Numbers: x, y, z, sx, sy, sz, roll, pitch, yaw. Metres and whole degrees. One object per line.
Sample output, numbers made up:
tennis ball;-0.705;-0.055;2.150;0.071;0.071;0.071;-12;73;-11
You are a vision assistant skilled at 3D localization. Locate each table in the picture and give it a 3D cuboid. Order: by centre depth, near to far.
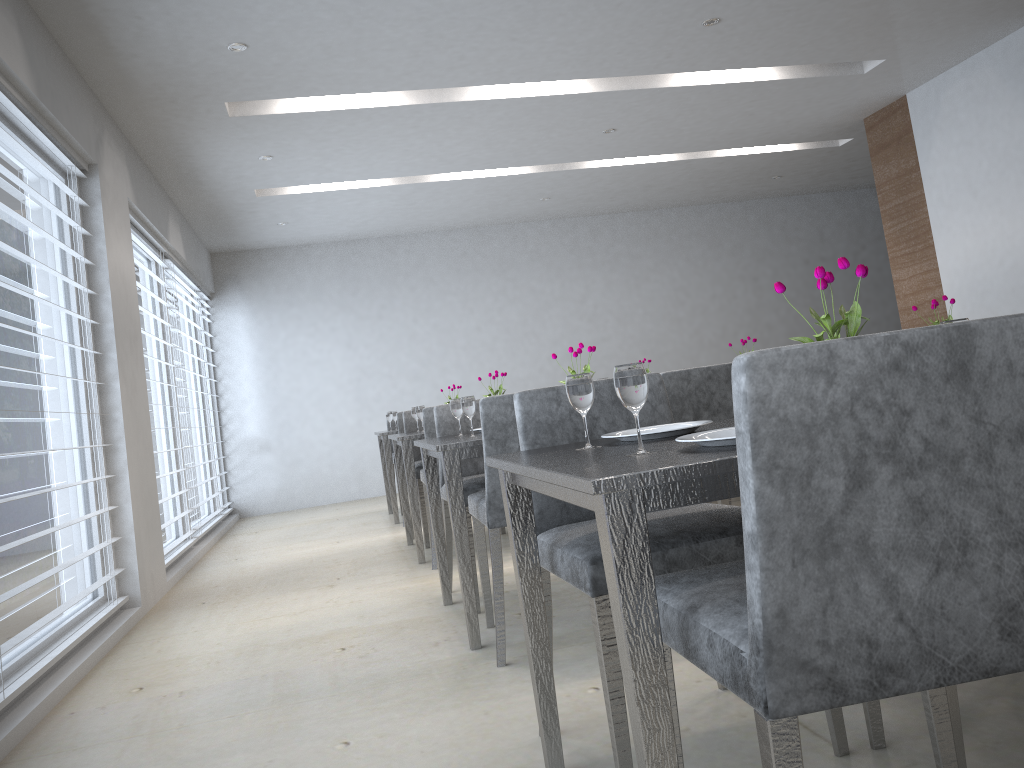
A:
table;0.642;0.369;1.555;1.191;0.638;0.772;-8;-3;-12
table;0.310;0.443;3.202;1.191;0.638;0.772;-8;-3;-12
table;-0.026;0.517;4.867;1.191;0.638;0.772;-8;-3;-12
table;-0.375;0.594;6.599;1.191;0.638;0.772;-8;-3;-12

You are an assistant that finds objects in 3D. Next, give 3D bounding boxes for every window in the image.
window;-1.295;-0.150;0.624;0.159;2.083;7.055;-7;-1;-12
window;-2.472;0.110;6.463;0.159;2.084;3.634;-7;-2;-12

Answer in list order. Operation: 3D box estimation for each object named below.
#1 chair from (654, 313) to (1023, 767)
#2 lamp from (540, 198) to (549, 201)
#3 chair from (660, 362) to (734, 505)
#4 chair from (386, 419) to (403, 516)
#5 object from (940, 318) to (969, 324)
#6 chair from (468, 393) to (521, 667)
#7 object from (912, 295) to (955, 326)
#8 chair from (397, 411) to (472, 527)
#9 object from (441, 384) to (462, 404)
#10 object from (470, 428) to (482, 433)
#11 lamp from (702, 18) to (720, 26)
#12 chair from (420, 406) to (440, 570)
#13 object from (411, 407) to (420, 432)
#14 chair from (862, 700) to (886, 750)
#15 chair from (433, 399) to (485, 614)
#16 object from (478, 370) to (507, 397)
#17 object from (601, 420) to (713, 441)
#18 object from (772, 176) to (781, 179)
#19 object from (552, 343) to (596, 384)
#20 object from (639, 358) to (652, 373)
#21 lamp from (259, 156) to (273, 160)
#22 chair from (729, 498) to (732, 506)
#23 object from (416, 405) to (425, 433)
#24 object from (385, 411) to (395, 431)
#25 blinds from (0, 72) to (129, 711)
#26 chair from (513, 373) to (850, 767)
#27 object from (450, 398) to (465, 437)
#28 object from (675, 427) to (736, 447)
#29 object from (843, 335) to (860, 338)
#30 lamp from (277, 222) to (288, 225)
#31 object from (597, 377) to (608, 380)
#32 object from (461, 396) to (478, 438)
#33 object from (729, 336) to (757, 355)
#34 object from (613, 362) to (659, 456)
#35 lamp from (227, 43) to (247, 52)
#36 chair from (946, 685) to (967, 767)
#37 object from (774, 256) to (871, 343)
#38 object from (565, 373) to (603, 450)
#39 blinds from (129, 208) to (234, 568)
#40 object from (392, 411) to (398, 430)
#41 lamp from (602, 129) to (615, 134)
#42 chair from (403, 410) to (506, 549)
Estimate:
chair;0.447;0.327;1.147;0.477;0.767;0.489;-8;-4;-7
lamp;0.297;-1.689;8.089;0.088;0.007;0.089;-9;-1;33
chair;0.615;0.332;2.962;0.478;0.767;0.488;-7;-4;-17
chair;-0.720;0.584;6.895;0.478;0.767;0.488;-7;-4;-17
object;0.787;-0.044;1.548;0.053;0.140;0.053;-11;-6;36
chair;0.115;0.400;2.795;0.477;0.767;0.489;-8;-4;-7
object;1.719;-0.214;3.543;0.155;0.278;0.103;-7;-5;-14
chair;-0.570;0.552;6.192;0.477;0.767;0.489;-8;-4;-7
object;-0.439;0.142;6.621;0.155;0.278;0.103;-7;-5;-14
object;-0.051;0.167;3.360;0.217;0.015;0.215;-8;-1;-12
lamp;1.016;-1.848;4.520;0.088;0.007;0.089;-9;-1;33
chair;-0.221;0.475;4.459;0.477;0.767;0.489;-8;-4;-7
object;-0.535;0.198;4.964;0.053;0.140;0.053;-11;-6;36
chair;0.828;0.286;1.957;0.477;0.767;0.489;-8;-4;-7
chair;-0.035;0.433;3.497;0.478;0.767;0.488;-7;-4;-17
object;-0.090;0.064;4.889;0.155;0.278;0.103;-7;-5;-14
object;0.281;0.093;1.712;0.217;0.015;0.215;-8;-1;-12
object;2.565;-2.003;8.580;0.088;0.007;0.089;-9;-1;33
object;0.246;-0.010;3.224;0.155;0.278;0.103;-7;-5;-14
object;1.034;-0.062;6.940;0.155;0.278;0.103;-7;-5;-14
lamp;-1.592;-1.459;5.712;0.088;0.007;0.089;-9;-1;33
chair;1.253;0.271;4.778;0.477;0.767;0.489;-8;-4;-7
object;-0.478;0.186;4.680;0.053;0.140;0.053;-11;-6;36
object;-0.883;0.270;6.397;0.053;0.140;0.053;-11;-6;36
blinds;-1.195;-0.191;0.638;0.045;2.053;7.050;-7;-1;-12
chair;0.297;0.359;1.850;0.478;0.767;0.488;-7;-4;-17
object;-0.200;0.124;3.301;0.053;0.140;0.053;-11;-6;30
object;0.356;0.077;1.337;0.217;0.015;0.215;-8;-1;-12
object;0.693;-0.027;1.771;0.053;0.140;0.053;-11;-6;30
lamp;-1.972;-1.375;7.598;0.088;0.007;0.089;-9;-1;33
object;0.361;0.047;3.422;0.053;0.140;0.053;-11;-6;30
object;-0.142;0.112;3.017;0.053;0.140;0.053;-11;-6;30
object;1.384;-0.140;5.208;0.155;0.278;0.103;-7;-5;-14
object;0.190;0.038;1.366;0.053;0.140;0.053;-11;-6;36
lamp;-1.253;-1.534;4.028;0.088;0.007;0.089;-9;-1;33
chair;0.947;0.259;1.314;0.478;0.767;0.488;-7;-4;-17
object;0.578;-0.083;1.577;0.155;0.278;0.103;-7;-5;-14
object;0.133;0.051;1.650;0.053;0.140;0.053;-11;-6;30
blinds;-2.375;0.070;6.497;0.045;2.054;3.626;-7;-2;-12
object;-0.884;0.275;6.695;0.053;0.140;0.053;-11;-6;36
lamp;0.677;-1.773;6.203;0.088;0.007;0.089;-9;-1;33
chair;-0.371;0.507;5.162;0.478;0.767;0.488;-7;-4;-17
